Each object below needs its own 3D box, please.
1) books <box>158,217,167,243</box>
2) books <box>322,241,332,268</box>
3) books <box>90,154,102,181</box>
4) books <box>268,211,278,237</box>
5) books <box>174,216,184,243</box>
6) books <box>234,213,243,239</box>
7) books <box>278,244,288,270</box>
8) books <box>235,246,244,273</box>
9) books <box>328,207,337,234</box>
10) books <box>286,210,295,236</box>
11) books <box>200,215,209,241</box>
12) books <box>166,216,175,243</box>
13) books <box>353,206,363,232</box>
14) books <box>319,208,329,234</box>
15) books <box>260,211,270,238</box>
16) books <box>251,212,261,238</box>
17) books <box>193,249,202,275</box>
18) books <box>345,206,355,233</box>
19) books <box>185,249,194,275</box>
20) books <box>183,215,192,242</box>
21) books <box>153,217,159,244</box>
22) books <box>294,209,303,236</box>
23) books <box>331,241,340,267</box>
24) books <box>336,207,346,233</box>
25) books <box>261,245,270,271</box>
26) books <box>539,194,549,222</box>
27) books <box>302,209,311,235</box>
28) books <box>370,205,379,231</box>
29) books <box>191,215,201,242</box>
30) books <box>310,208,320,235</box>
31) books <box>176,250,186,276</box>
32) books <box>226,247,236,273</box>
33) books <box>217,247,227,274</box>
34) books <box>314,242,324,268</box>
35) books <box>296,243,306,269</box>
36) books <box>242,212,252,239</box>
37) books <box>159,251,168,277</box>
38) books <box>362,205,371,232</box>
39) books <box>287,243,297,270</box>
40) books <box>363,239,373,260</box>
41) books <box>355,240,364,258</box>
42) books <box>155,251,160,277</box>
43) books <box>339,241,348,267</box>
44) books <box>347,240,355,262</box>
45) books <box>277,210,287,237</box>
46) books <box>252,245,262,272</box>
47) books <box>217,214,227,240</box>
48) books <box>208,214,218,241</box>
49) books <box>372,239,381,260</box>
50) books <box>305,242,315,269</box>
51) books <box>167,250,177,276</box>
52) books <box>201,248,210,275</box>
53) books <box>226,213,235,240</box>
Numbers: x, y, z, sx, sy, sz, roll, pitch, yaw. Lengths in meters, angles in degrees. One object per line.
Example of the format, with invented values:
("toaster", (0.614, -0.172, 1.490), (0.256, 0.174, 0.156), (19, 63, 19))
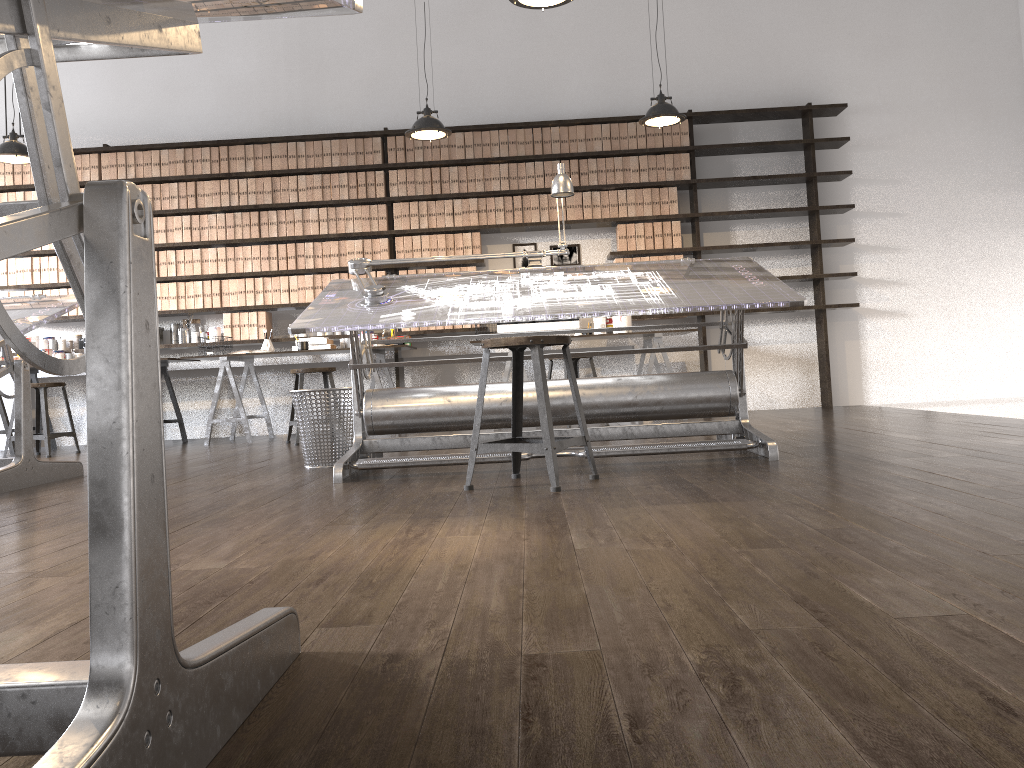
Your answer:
("books", (-2.842, -1.248, 7.289), (0.067, 0.226, 0.174), (-3, -1, 1))
("books", (-1.497, -1.042, 7.260), (0.067, 0.226, 0.174), (-3, -1, 1))
("books", (-3.410, -1.771, 7.322), (0.067, 0.226, 0.174), (-3, -1, 1))
("books", (-1.938, -1.296, 7.275), (0.067, 0.226, 0.174), (-3, -1, 1))
("books", (-2.713, -1.255, 7.289), (0.067, 0.226, 0.174), (-3, -1, 1))
("books", (-2.223, -1.281, 7.282), (0.067, 0.226, 0.174), (-3, -1, 1))
("books", (-1.858, -1.023, 7.266), (0.067, 0.226, 0.174), (-3, -1, 1))
("books", (-2.211, -1.004, 7.273), (0.067, 0.226, 0.174), (-3, -1, 1))
("books", (-1.457, -1.322, 7.270), (0.067, 0.226, 0.174), (-3, -1, 1))
("books", (-1.797, -1.304, 7.277), (0.067, 0.226, 0.174), (-3, -1, 1))
("books", (-2.501, -1.266, 7.290), (0.067, 0.226, 0.174), (-3, -1, 1))
("books", (-2.776, -1.252, 7.292), (0.067, 0.226, 0.174), (-3, -1, 1))
("books", (-1.246, -1.333, 7.261), (0.067, 0.226, 0.174), (-3, -1, 1))
("books", (-1.528, -1.318, 7.267), (0.067, 0.226, 0.174), (-3, -1, 1))
("books", (-2.009, -1.293, 7.281), (0.067, 0.226, 0.174), (-3, -1, 1))
("books", (-2.084, -1.289, 7.277), (0.067, 0.226, 0.174), (-3, -1, 1))
("books", (-2.553, -0.985, 7.272), (0.067, 0.226, 0.174), (-3, -1, 1))
("books", (-1.318, -1.330, 7.266), (0.067, 0.226, 0.174), (-3, -1, 1))
("books", (-2.620, -0.982, 7.279), (0.067, 0.226, 0.174), (-3, -1, 1))
("books", (-2.641, -1.259, 7.286), (0.067, 0.226, 0.174), (-3, -1, 1))
("books", (-2.910, -1.244, 7.296), (0.067, 0.226, 0.174), (-3, -1, 1))
("books", (-1.730, -1.307, 7.270), (0.067, 0.226, 0.174), (-3, -1, 1))
("books", (-1.430, -1.046, 7.253), (0.067, 0.226, 0.174), (-3, -1, 1))
("books", (-1.388, -1.326, 7.271), (0.067, 0.226, 0.174), (-3, -1, 1))
("books", (-1.997, -1.015, 7.262), (0.067, 0.226, 0.174), (-3, -1, 1))
("books", (0.262, -1.421, 7.239), (0.067, 0.226, 0.174), (-3, -1, 1))
("books", (-1.663, -1.311, 7.273), (0.067, 0.226, 0.174), (-3, -1, 1))
("books", (-1.116, -1.341, 7.263), (0.067, 0.226, 0.174), (-3, -1, 1))
("books", (-2.570, -1.262, 7.289), (0.067, 0.226, 0.174), (-3, -1, 1))
("books", (-1.600, -1.314, 7.271), (0.067, 0.226, 0.174), (-3, -1, 1))
("books", (-2.691, -0.978, 7.280), (0.067, 0.226, 0.174), (-3, -1, 1))
("books", (-2.281, -1.000, 7.272), (0.067, 0.226, 0.174), (-3, -1, 1))
("books", (-2.351, -0.996, 7.269), (0.067, 0.226, 0.174), (-3, -1, 1))
("books", (-1.568, -1.038, 7.261), (0.067, 0.226, 0.174), (-3, -1, 1))
("books", (-1.709, -1.031, 7.264), (0.067, 0.226, 0.174), (-3, -1, 1))
("books", (-2.158, -1.285, 7.283), (0.067, 0.226, 0.174), (-3, -1, 1))
("books", (-2.833, -0.970, 7.283), (0.067, 0.226, 0.174), (-3, -1, 1))
("books", (-1.180, -1.337, 7.260), (0.067, 0.226, 0.174), (-3, -1, 1))
("books", (-1.785, -1.027, 7.260), (0.067, 0.226, 0.174), (-3, -1, 1))
("books", (-1.164, -1.060, 7.253), (0.067, 0.226, 0.174), (-3, -1, 1))
("books", (-1.234, -1.056, 7.250), (0.067, 0.226, 0.174), (-3, -1, 1))
("books", (-2.908, -0.966, 7.279), (0.067, 0.226, 0.174), (-3, -1, 1))
("books", (-1.363, -1.049, 7.256), (0.067, 0.226, 0.174), (-3, -1, 1))
("books", (-1.300, -1.053, 7.253), (0.067, 0.226, 0.174), (-3, -1, 1))
("books", (-1.867, -1.300, 7.278), (0.067, 0.226, 0.174), (-3, -1, 1))
("books", (-2.070, -1.011, 7.263), (0.067, 0.226, 0.174), (-3, -1, 1))
("books", (-2.359, -1.274, 7.280), (0.067, 0.226, 0.174), (-3, -1, 1))
("books", (-2.431, -1.270, 7.285), (0.067, 0.226, 0.174), (-3, -1, 1))
("books", (-1.094, -1.064, 7.254), (0.067, 0.226, 0.174), (-3, -1, 1))
("books", (-1.639, -1.034, 7.258), (0.067, 0.226, 0.174), (-3, -1, 1))
("books", (-2.762, -0.974, 7.277), (0.067, 0.226, 0.174), (-3, -1, 1))
("books", (-2.486, -0.989, 7.275), (0.067, 0.226, 0.174), (-3, -1, 1))
("books", (-2.287, -1.278, 7.279), (0.067, 0.226, 0.174), (-3, -1, 1))
